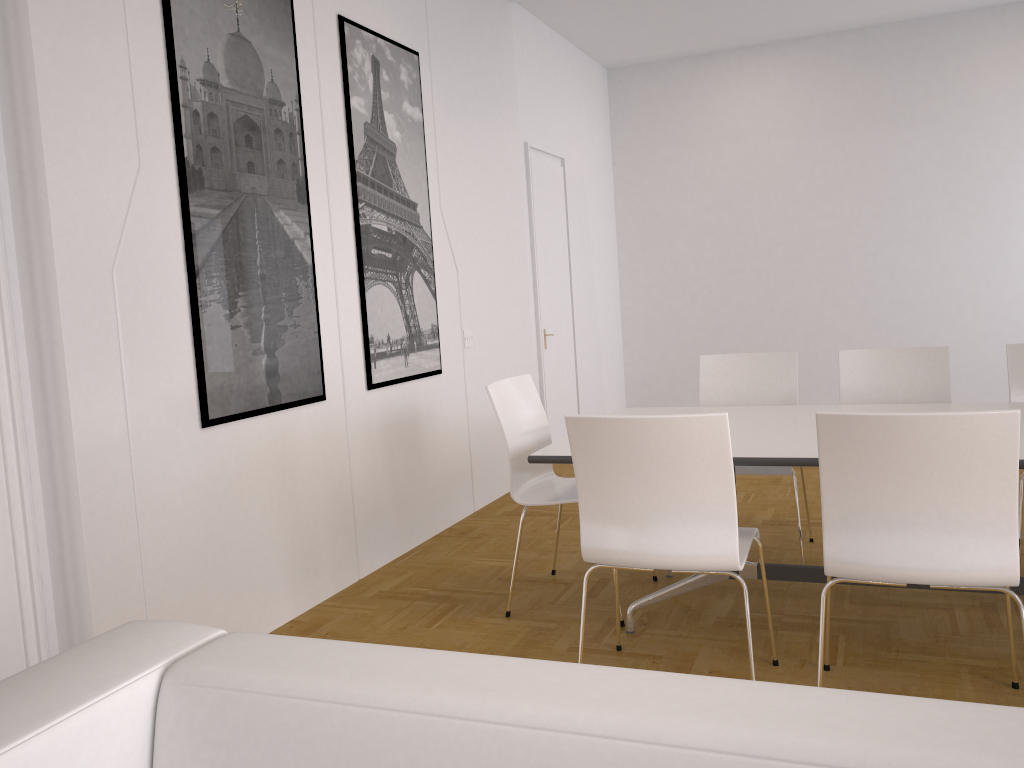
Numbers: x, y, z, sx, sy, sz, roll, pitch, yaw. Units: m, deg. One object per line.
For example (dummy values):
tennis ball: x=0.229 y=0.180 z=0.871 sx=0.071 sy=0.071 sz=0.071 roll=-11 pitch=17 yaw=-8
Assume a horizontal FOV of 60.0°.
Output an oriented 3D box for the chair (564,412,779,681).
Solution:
chair: x=0.496 y=0.518 z=2.776 sx=0.561 sy=0.929 sz=0.576 roll=-2 pitch=5 yaw=23

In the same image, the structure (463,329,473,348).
structure: x=-0.264 y=-0.276 z=5.362 sx=0.013 sy=0.104 sz=0.114 roll=-2 pitch=5 yaw=23

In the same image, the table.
table: x=1.419 y=0.513 z=3.240 sx=2.410 sy=0.721 sz=1.213 roll=-2 pitch=6 yaw=23

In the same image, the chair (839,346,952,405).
chair: x=1.712 y=0.324 z=3.947 sx=0.561 sy=0.929 sz=0.576 roll=-2 pitch=5 yaw=23

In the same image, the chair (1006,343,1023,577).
chair: x=2.358 y=0.307 z=3.676 sx=0.561 sy=0.929 sz=0.576 roll=-2 pitch=5 yaw=23

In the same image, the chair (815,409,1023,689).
chair: x=1.142 y=0.502 z=2.505 sx=0.561 sy=0.929 sz=0.576 roll=-2 pitch=5 yaw=23

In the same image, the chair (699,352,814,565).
chair: x=1.103 y=0.339 z=4.202 sx=0.561 sy=0.929 sz=0.576 roll=-2 pitch=5 yaw=23

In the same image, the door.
door: x=0.345 y=-0.678 z=7.267 sx=0.132 sy=2.449 sz=0.873 roll=-2 pitch=5 yaw=23

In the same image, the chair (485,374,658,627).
chair: x=0.239 y=0.438 z=3.705 sx=0.575 sy=0.929 sz=0.562 roll=-2 pitch=5 yaw=23

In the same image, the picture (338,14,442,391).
picture: x=-0.602 y=-0.897 z=4.589 sx=0.016 sy=1.777 sz=0.788 roll=-2 pitch=5 yaw=23

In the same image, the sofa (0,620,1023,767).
sofa: x=0.523 y=0.770 z=0.459 sx=2.622 sy=0.847 sz=0.824 roll=-2 pitch=5 yaw=23

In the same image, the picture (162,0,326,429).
picture: x=-1.039 y=-0.766 z=3.540 sx=0.013 sy=1.777 sz=0.788 roll=-2 pitch=5 yaw=23
